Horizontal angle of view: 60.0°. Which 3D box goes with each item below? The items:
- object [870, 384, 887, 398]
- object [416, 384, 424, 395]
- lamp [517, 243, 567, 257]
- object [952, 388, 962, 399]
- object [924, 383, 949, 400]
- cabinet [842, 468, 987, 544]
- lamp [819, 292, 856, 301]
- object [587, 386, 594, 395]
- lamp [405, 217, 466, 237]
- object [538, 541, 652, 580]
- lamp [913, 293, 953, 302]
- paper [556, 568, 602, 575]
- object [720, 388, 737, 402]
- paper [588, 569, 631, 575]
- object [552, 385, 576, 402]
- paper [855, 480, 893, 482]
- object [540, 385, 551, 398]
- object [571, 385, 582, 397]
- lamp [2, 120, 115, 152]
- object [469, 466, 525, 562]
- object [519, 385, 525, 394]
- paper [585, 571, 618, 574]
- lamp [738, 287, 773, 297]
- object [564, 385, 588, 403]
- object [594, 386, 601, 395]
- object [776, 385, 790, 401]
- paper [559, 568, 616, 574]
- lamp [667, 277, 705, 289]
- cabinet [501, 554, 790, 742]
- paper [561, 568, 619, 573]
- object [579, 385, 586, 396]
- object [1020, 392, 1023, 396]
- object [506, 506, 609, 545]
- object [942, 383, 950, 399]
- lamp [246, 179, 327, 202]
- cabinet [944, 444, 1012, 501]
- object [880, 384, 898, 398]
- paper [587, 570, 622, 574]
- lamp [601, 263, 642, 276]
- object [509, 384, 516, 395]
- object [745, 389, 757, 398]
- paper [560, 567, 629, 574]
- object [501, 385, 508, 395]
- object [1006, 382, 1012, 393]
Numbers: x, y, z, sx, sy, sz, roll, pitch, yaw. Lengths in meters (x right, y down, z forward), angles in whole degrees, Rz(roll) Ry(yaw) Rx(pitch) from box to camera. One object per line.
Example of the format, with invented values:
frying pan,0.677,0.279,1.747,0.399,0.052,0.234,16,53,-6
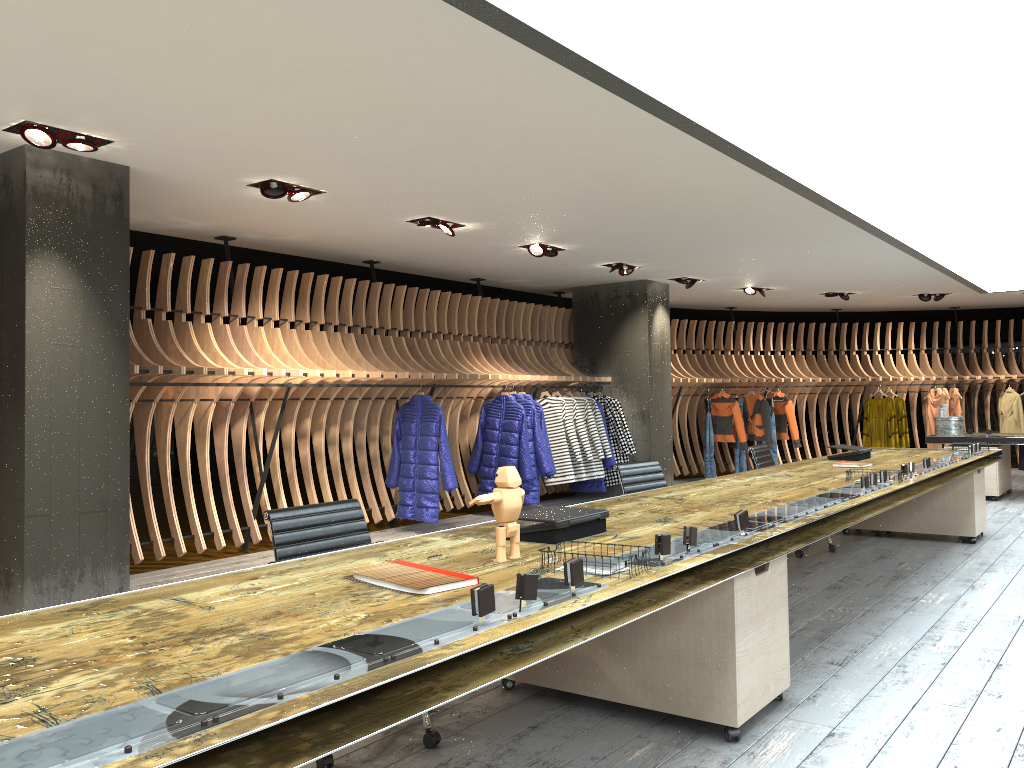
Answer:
object,6.021,0.139,14.557,0.012,0.270,0.525,0,-2,-24
object,-0.897,0.131,8.665,0.525,0.270,0.012,-2,-2,36
lamp,0.303,-1.390,8.797,0.269,0.286,0.492,-2,-2,36
object,7.262,0.116,14.573,0.012,0.270,0.525,-1,-1,1
object,6.981,0.121,14.603,0.012,0.270,0.525,0,-2,-19
cabinet,3.596,1.044,8.004,1.131,0.631,0.593,-2,-2,36
lamp,4.816,-1.375,13.120,0.492,0.293,0.269,0,-2,-22
object,1.015,0.181,11.244,0.516,0.316,0.012,-2,-2,36
lamp,-0.637,-1.396,7.508,0.269,0.294,0.492,-2,-2,36
object,0.251,0.530,2.660,0.302,0.074,0.216,-2,-1,31
lamp,6.372,-1.391,13.443,0.492,0.298,0.269,-1,-2,-4
paper,0.236,0.556,2.666,0.176,0.003,0.130,-2,-1,34
object,3.225,0.162,13.580,0.012,0.270,0.525,1,-2,-39
paper,0.250,0.554,2.661,0.176,0.004,0.130,-2,-2,45
object,0.547,0.165,10.596,0.517,0.313,0.012,-2,-2,36
paper,2.148,0.572,5.260,0.176,0.004,0.130,-2,-1,41
object,0.408,0.164,10.406,0.517,0.313,0.012,-2,-2,36
object,0.807,0.168,10.952,0.517,0.313,0.012,-2,-2,36
lamp,-2.516,-1.416,4.931,0.269,0.296,0.492,-2,-2,36
object,-0.034,0.417,2.832,0.097,0.301,0.320,-2,-2,20
object,0.112,0.142,10.048,0.525,0.270,0.012,-2,-2,36
paper,0.250,0.552,2.661,0.176,0.004,0.130,-2,-2,43
lamp,3.401,-1.364,12.402,0.492,0.296,0.269,0,-2,-34
object,0.701,0.167,10.808,0.517,0.313,0.012,-2,-2,36
object,1.123,0.180,11.398,0.517,0.313,0.012,-2,-2,36
object,4.234,0.156,14.098,0.012,0.270,0.525,0,-2,-24
paper,0.250,0.554,2.661,0.176,0.004,0.130,-2,-1,38
lamp,2.228,-1.368,11.335,0.269,0.292,0.492,-2,-2,43
cabinet,0.531,1.011,3.796,1.131,0.631,0.593,-2,-2,36
paper,0.250,0.553,2.661,0.176,0.004,0.130,-2,-1,40
object,0.877,0.151,11.149,0.525,0.270,0.012,-2,-2,36
object,8.418,0.095,14.382,0.012,0.270,0.525,0,-2,-19
object,0.165,0.530,3.349,0.262,0.088,0.373,-2,-1,36
object,7.101,0.119,14.599,0.012,0.270,0.525,-1,-1,6
lamp,-1.576,-1.407,6.220,0.269,0.292,0.492,-2,-2,36
cabinet,5.779,1.068,10.992,0.593,0.631,1.131,-2,-2,36
object,6.202,0.137,14.583,0.012,0.270,0.525,0,-2,-24
paper,0.250,0.552,2.661,0.176,0.004,0.130,-2,-1,41
lamp,1.243,-1.377,10.085,0.269,0.292,0.492,-2,-2,36
object,0.020,0.149,9.893,0.523,0.291,0.012,-2,-2,36
object,3.745,0.162,13.865,0.012,0.270,0.525,0,-2,-34
paper,0.250,0.551,2.661,0.176,0.004,0.130,-2,-2,42
object,-0.089,0.154,9.799,0.523,0.292,0.012,-2,-2,36
object,8.117,0.102,14.457,0.012,0.270,0.525,-1,-1,1
